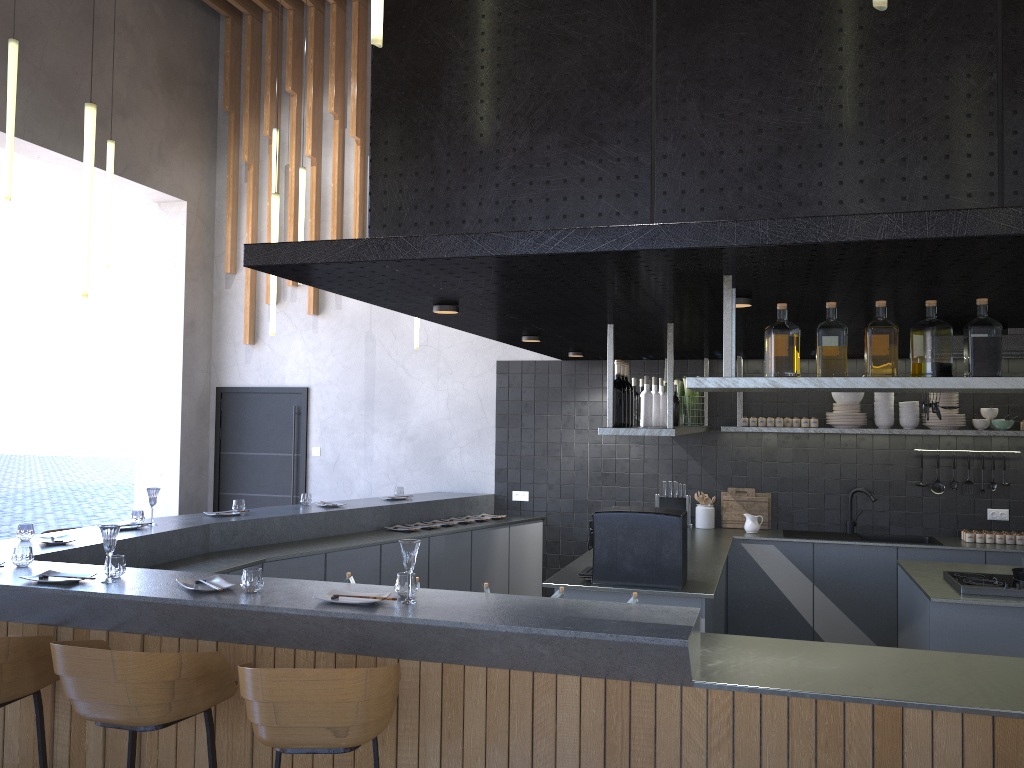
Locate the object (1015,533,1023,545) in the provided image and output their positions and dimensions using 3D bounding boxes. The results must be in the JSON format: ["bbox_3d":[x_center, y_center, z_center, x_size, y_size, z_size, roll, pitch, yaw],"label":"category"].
[{"bbox_3d":[3.746,1.145,6.544,0.062,0.078,0.062,0,-2,21],"label":"object"}]

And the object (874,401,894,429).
[{"bbox_3d":[2.888,0.240,6.885,0.143,0.214,0.149,-1,-3,45],"label":"object"}]

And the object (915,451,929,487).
[{"bbox_3d":[3.191,0.659,6.897,0.103,0.280,0.103,2,-3,-31],"label":"object"}]

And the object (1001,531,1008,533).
[{"bbox_3d":[3.722,1.151,6.697,0.062,0.078,0.062,0,-2,21],"label":"object"}]

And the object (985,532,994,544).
[{"bbox_3d":[3.555,1.145,6.600,0.062,0.078,0.062,0,-2,21],"label":"object"}]

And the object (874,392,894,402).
[{"bbox_3d":[2.891,0.076,6.892,0.143,0.214,0.149,-1,-3,45],"label":"object"}]

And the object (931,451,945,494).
[{"bbox_3d":[3.314,0.689,6.903,0.104,0.336,0.031,0,-2,16],"label":"object"}]

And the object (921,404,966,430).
[{"bbox_3d":[3.296,0.251,6.775,0.304,0.195,0.300,0,-3,28],"label":"object"}]

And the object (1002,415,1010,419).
[{"bbox_3d":[3.696,0.271,6.689,0.111,0.082,0.019,0,-2,26],"label":"object"}]

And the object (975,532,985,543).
[{"bbox_3d":[3.491,1.144,6.618,0.062,0.078,0.062,0,-2,21],"label":"object"}]

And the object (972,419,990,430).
[{"bbox_3d":[3.534,0.306,6.680,0.118,0.083,0.118,-1,-3,44],"label":"object"}]

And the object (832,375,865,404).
[{"bbox_3d":[2.647,0.057,6.987,0.249,0.243,0.248,0,-2,17],"label":"object"}]

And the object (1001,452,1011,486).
[{"bbox_3d":[3.751,0.648,6.740,0.074,0.256,0.074,2,-3,-29],"label":"object"}]

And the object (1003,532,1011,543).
[{"bbox_3d":[3.702,1.148,6.628,0.062,0.078,0.062,0,-2,21],"label":"object"}]

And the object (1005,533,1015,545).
[{"bbox_3d":[3.683,1.145,6.562,0.062,0.078,0.062,0,-2,21],"label":"object"}]

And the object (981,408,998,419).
[{"bbox_3d":[3.600,0.224,6.687,0.118,0.083,0.118,1,-2,4],"label":"object"}]

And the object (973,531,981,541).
[{"bbox_3d":[3.510,1.147,6.684,0.062,0.078,0.062,0,-2,21],"label":"object"}]

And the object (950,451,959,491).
[{"bbox_3d":[3.423,0.674,6.868,0.062,0.306,0.038,0,-2,16],"label":"object"}]

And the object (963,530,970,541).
[{"bbox_3d":[3.444,1.147,6.703,0.062,0.078,0.062,0,-2,21],"label":"object"}]

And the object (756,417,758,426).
[{"bbox_3d":[1.974,0.308,7.244,0.062,0.078,0.062,0,-2,11],"label":"object"}]

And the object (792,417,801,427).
[{"bbox_3d":[2.271,0.306,7.082,0.062,0.078,0.062,0,-2,11],"label":"object"}]

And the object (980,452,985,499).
[{"bbox_3d":[3.620,0.703,6.817,0.033,0.363,0.024,0,-2,16],"label":"object"}]

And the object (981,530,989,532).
[{"bbox_3d":[3.594,1.150,6.734,0.062,0.078,0.062,0,-2,21],"label":"object"}]

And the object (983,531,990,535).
[{"bbox_3d":[3.574,1.147,6.665,0.062,0.078,0.062,0,-2,21],"label":"object"}]

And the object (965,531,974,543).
[{"bbox_3d":[3.425,1.144,6.638,0.062,0.078,0.062,0,-2,21],"label":"object"}]

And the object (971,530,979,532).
[{"bbox_3d":[3.530,1.150,6.753,0.062,0.078,0.062,0,-2,21],"label":"object"}]

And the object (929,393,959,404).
[{"bbox_3d":[3.301,0.118,6.781,0.204,0.106,0.204,1,-2,-17],"label":"object"}]

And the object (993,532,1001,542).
[{"bbox_3d":[3.638,1.147,6.646,0.062,0.078,0.062,0,-2,21],"label":"object"}]

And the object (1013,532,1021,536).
[{"bbox_3d":[3.765,1.148,6.609,0.062,0.078,0.062,0,-2,21],"label":"object"}]

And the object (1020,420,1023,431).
[{"bbox_3d":[3.855,0.313,6.666,0.062,0.078,0.062,0,-2,21],"label":"object"}]

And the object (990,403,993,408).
[{"bbox_3d":[3.590,0.185,6.652,0.019,0.082,0.111,0,-2,16],"label":"object"}]

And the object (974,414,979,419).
[{"bbox_3d":[3.504,0.267,6.660,0.111,0.082,0.019,2,-3,-34],"label":"object"}]

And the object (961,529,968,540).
[{"bbox_3d":[3.464,1.150,6.772,0.062,0.078,0.062,0,-2,21],"label":"object"}]

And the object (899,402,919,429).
[{"bbox_3d":[3.060,0.241,6.835,0.143,0.214,0.149,-1,-3,45],"label":"object"}]

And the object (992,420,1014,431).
[{"bbox_3d":[3.621,0.306,6.541,0.146,0.073,0.146,1,-2,-12],"label":"object"}]

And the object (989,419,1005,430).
[{"bbox_3d":[3.662,0.308,6.704,0.118,0.083,0.118,3,-3,-42],"label":"object"}]

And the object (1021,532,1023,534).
[{"bbox_3d":[3.848,1.151,6.660,0.062,0.078,0.062,0,-2,21],"label":"object"}]

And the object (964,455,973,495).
[{"bbox_3d":[3.525,0.690,6.845,0.068,0.337,0.024,0,-2,16],"label":"object"}]

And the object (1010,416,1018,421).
[{"bbox_3d":[3.668,0.277,6.534,0.111,0.082,0.019,0,-2,16],"label":"object"}]

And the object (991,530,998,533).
[{"bbox_3d":[3.658,1.150,6.716,0.062,0.078,0.062,0,-2,21],"label":"object"}]

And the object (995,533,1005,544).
[{"bbox_3d":[3.619,1.145,6.581,0.062,0.078,0.062,0,-2,21],"label":"object"}]

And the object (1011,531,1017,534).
[{"bbox_3d":[3.785,1.151,6.678,0.062,0.078,0.062,0,-2,21],"label":"object"}]

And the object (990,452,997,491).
[{"bbox_3d":[3.693,0.671,6.805,0.032,0.298,0.035,2,-3,-32],"label":"object"}]
